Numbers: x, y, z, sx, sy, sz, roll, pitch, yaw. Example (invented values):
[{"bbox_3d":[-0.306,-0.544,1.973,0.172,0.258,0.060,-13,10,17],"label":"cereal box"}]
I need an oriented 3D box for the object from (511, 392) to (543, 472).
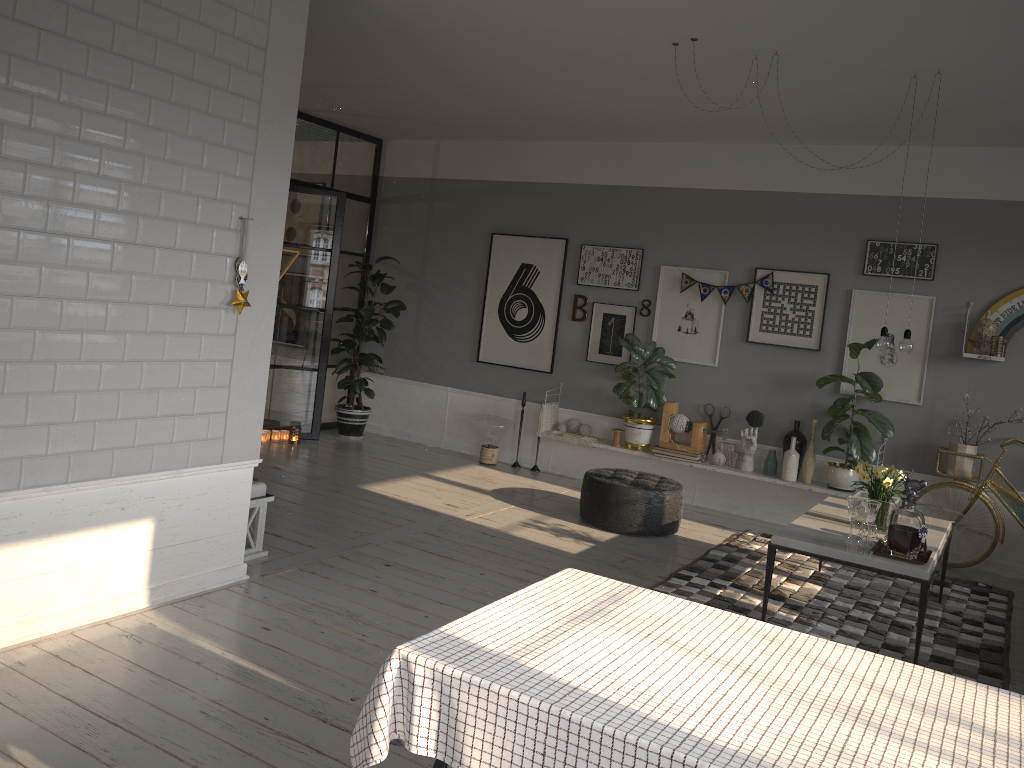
[{"bbox_3d":[0.164,0.423,8.024,0.280,0.699,0.091,8,2,22],"label":"object"}]

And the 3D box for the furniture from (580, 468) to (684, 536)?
[{"bbox_3d":[0.861,0.837,6.375,0.737,0.356,0.736,8,5,17],"label":"furniture"}]

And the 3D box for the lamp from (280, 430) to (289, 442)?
[{"bbox_3d":[-2.054,0.471,7.994,0.080,0.098,0.081,6,3,-20],"label":"lamp"}]

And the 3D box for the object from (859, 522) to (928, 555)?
[{"bbox_3d":[1.897,0.772,4.411,0.279,0.087,0.247,7,5,8],"label":"object"}]

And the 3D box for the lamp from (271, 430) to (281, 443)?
[{"bbox_3d":[-2.117,0.470,7.929,0.080,0.098,0.081,6,3,-20],"label":"lamp"}]

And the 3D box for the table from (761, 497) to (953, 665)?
[{"bbox_3d":[1.919,1.033,4.819,0.735,0.509,1.455,9,5,30],"label":"table"}]

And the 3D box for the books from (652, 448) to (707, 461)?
[{"bbox_3d":[1.369,0.566,7.238,0.386,0.029,0.260,10,6,31],"label":"books"}]

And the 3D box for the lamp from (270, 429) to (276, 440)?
[{"bbox_3d":[-2.163,0.460,8.018,0.063,0.091,0.063,7,3,12],"label":"lamp"}]

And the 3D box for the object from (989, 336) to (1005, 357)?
[{"bbox_3d":[3.348,-0.259,6.108,0.086,0.139,0.086,8,3,23],"label":"object"}]

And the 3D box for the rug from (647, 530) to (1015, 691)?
[{"bbox_3d":[1.869,1.243,5.099,1.777,0.034,2.525,10,6,30],"label":"rug"}]

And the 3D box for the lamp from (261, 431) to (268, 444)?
[{"bbox_3d":[-2.197,0.473,7.801,0.080,0.098,0.081,6,3,-20],"label":"lamp"}]

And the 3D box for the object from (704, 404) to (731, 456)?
[{"bbox_3d":[1.660,0.404,7.251,0.222,0.462,0.019,8,2,30],"label":"object"}]

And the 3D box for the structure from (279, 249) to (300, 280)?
[{"bbox_3d":[-1.305,-0.863,4.500,0.497,0.773,0.185,8,2,30],"label":"structure"}]

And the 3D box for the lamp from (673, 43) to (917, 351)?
[{"bbox_3d":[1.478,-1.019,4.860,1.395,1.533,0.074,7,2,-1],"label":"lamp"}]

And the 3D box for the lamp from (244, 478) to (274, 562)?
[{"bbox_3d":[-1.471,0.663,4.669,0.288,0.476,0.286,8,3,29],"label":"lamp"}]

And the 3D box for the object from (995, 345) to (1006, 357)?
[{"bbox_3d":[3.405,-0.230,6.165,0.062,0.081,0.062,7,3,6],"label":"object"}]

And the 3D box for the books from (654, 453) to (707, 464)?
[{"bbox_3d":[1.379,0.592,7.237,0.369,0.021,0.296,9,6,24],"label":"books"}]

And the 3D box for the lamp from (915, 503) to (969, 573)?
[{"bbox_3d":[2.881,1.059,6.084,0.431,0.436,0.435,5,4,-29],"label":"lamp"}]

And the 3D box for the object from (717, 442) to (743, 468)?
[{"bbox_3d":[1.780,0.573,7.133,0.266,0.173,0.078,10,4,36],"label":"object"}]

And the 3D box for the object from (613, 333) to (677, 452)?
[{"bbox_3d":[1.087,0.072,7.357,0.511,0.961,0.546,7,3,15],"label":"object"}]

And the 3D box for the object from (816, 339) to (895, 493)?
[{"bbox_3d":[2.531,0.224,6.548,0.415,1.147,0.570,6,2,-21],"label":"object"}]

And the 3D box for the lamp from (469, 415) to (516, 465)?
[{"bbox_3d":[-0.194,0.511,8.064,0.431,0.436,0.435,4,4,-38],"label":"lamp"}]

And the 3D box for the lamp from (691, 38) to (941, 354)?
[{"bbox_3d":[1.554,-0.999,4.745,1.395,1.533,0.074,7,2,-1],"label":"lamp"}]

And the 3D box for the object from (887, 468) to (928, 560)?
[{"bbox_3d":[1.887,0.618,4.213,0.148,0.416,0.156,5,3,-41],"label":"object"}]

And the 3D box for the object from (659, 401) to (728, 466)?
[{"bbox_3d":[1.494,0.404,7.178,0.548,0.439,0.238,9,3,30],"label":"object"}]

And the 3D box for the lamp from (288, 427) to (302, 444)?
[{"bbox_3d":[-1.955,0.464,7.970,0.107,0.140,0.108,6,3,-6],"label":"lamp"}]

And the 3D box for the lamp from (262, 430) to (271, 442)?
[{"bbox_3d":[-2.195,0.464,7.891,0.080,0.098,0.081,6,3,-20],"label":"lamp"}]

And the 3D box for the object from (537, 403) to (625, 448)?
[{"bbox_3d":[0.630,0.377,7.683,0.788,0.306,0.328,10,5,31],"label":"object"}]

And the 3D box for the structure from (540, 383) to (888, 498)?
[{"bbox_3d":[1.521,0.434,7.195,2.787,0.485,0.307,10,4,30],"label":"structure"}]

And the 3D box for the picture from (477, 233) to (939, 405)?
[{"bbox_3d":[-1.059,-0.864,6.581,7.324,1.790,4.036,10,6,30],"label":"picture"}]

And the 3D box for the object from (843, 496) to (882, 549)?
[{"bbox_3d":[1.722,0.682,4.366,0.168,0.226,0.082,9,3,41],"label":"object"}]

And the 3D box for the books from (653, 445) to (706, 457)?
[{"bbox_3d":[1.374,0.543,7.248,0.380,0.017,0.229,9,6,27],"label":"books"}]

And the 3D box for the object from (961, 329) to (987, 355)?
[{"bbox_3d":[3.216,-0.291,6.169,0.060,0.165,0.198,6,4,-27],"label":"object"}]

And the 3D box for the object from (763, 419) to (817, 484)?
[{"bbox_3d":[2.147,0.489,6.798,0.285,0.487,0.333,6,3,-10],"label":"object"}]

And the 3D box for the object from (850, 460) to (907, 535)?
[{"bbox_3d":[1.987,0.609,4.790,0.326,0.350,0.351,9,4,32],"label":"object"}]

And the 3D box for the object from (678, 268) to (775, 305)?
[{"bbox_3d":[1.732,-0.814,7.263,0.918,0.339,0.057,9,3,29],"label":"object"}]

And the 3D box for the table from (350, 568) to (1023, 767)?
[{"bbox_3d":[0.712,1.048,1.677,2.034,0.782,0.931,9,5,30],"label":"table"}]

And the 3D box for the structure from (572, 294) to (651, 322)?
[{"bbox_3d":[0.873,-0.646,7.785,0.742,0.262,0.024,10,3,30],"label":"structure"}]

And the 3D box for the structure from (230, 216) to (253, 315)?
[{"bbox_3d":[-1.231,-0.539,4.037,0.078,0.446,0.134,7,2,18],"label":"structure"}]

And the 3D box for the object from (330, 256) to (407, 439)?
[{"bbox_3d":[-2.176,-0.320,7.204,1.015,1.789,3.894,8,5,29],"label":"object"}]

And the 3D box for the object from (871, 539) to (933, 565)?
[{"bbox_3d":[1.886,0.814,4.280,0.248,0.015,0.318,10,6,30],"label":"object"}]

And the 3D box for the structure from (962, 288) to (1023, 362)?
[{"bbox_3d":[4.064,-0.165,5.763,2.031,0.953,0.266,9,3,30],"label":"structure"}]

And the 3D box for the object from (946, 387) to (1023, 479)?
[{"bbox_3d":[3.256,0.355,6.107,0.253,0.640,0.491,5,3,-42],"label":"object"}]

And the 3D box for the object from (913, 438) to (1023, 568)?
[{"bbox_3d":[3.556,0.888,5.937,1.631,0.968,0.426,8,3,21],"label":"object"}]

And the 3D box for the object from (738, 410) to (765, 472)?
[{"bbox_3d":[1.885,0.446,6.969,0.155,0.482,0.136,8,2,30],"label":"object"}]
